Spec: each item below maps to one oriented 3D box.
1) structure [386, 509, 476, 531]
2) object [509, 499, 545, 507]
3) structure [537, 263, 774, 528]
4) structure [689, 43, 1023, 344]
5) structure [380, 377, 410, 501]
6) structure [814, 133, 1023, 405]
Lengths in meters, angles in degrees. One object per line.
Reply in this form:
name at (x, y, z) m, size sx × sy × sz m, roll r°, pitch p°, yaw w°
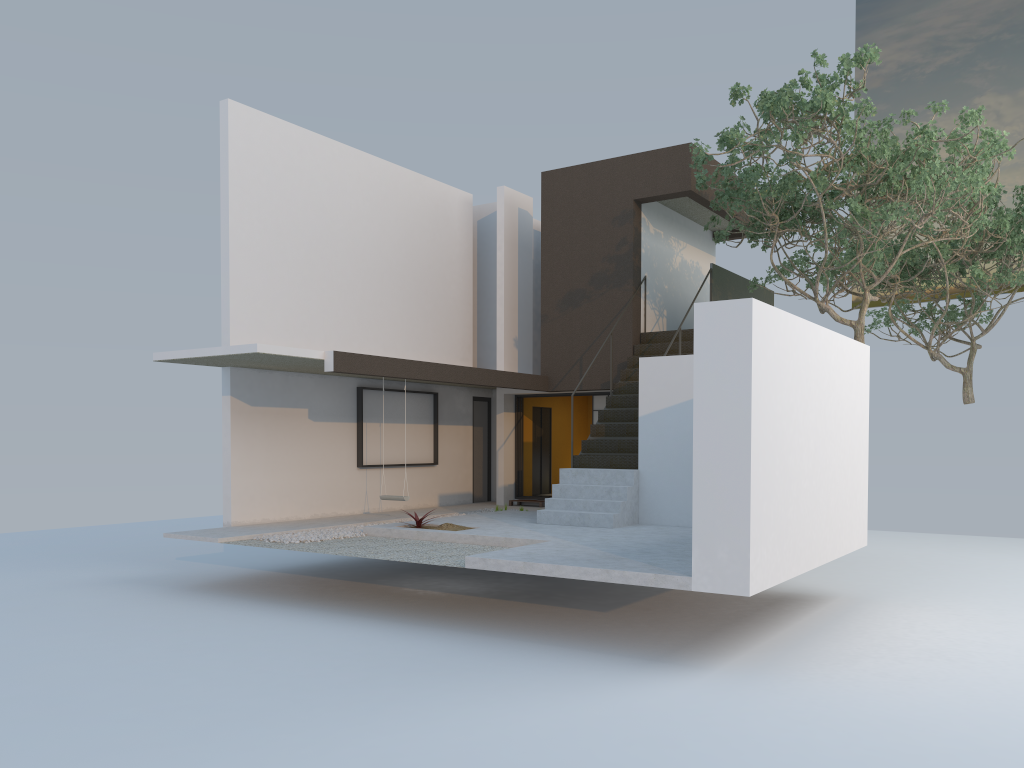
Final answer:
structure at (-1.033, 1.795, 11.480) m, size 1.203 × 0.292 × 0.746 m, roll -2°, pitch -4°, yaw 34°
object at (0.333, 2.166, 16.030) m, size 0.703 × 0.101 × 0.350 m, roll -2°, pitch -4°, yaw 34°
structure at (2.638, 0.073, 14.301) m, size 1.157 × 3.954 × 6.549 m, roll 1°, pitch -1°, yaw 34°
structure at (4.715, -2.174, 12.239) m, size 4.334 × 3.707 × 5.745 m, roll 0°, pitch -2°, yaw 14°
structure at (-1.682, 0.735, 12.632) m, size 0.462 × 1.872 × 0.129 m, roll 1°, pitch 2°, yaw 34°
structure at (8.864, -1.958, 17.383) m, size 5.508 × 4.712 × 7.302 m, roll 0°, pitch -2°, yaw 14°
